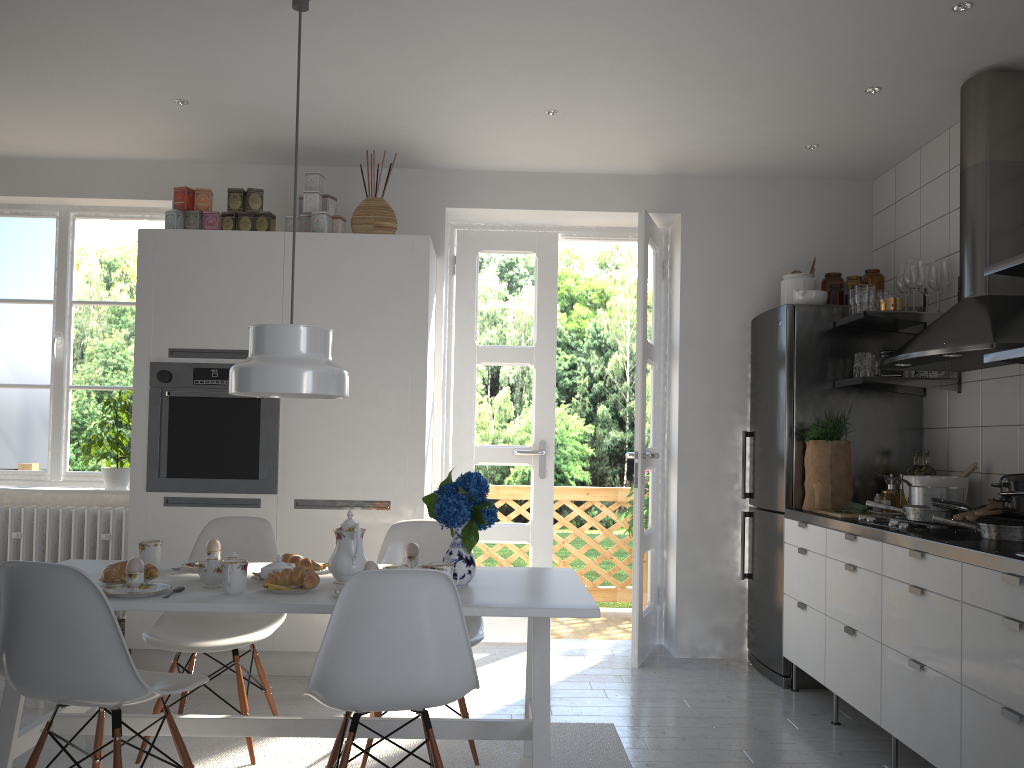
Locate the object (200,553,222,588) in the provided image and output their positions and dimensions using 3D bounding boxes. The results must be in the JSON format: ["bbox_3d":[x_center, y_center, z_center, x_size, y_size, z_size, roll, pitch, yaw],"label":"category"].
[{"bbox_3d":[-0.902,0.560,2.665,0.065,0.102,0.069,1,-2,-1],"label":"object"}]

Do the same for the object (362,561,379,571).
[{"bbox_3d":[-0.407,0.542,2.557,0.048,0.063,0.048,1,-3,3],"label":"object"}]

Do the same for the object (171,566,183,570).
[{"bbox_3d":[-1.138,0.626,3.035,0.032,0.011,0.140,1,-4,-5],"label":"object"}]

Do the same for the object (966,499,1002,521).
[{"bbox_3d":[1.544,0.411,2.902,0.334,0.060,0.059,5,-5,-43],"label":"object"}]

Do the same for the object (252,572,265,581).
[{"bbox_3d":[-0.790,0.598,2.756,0.022,0.001,0.180,3,-4,-27],"label":"object"}]

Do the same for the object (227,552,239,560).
[{"bbox_3d":[-0.856,0.565,2.714,0.065,0.102,0.069,1,-2,-1],"label":"object"}]

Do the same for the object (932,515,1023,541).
[{"bbox_3d":[1.618,0.476,2.942,0.232,0.060,0.352,3,-4,-23],"label":"object"}]

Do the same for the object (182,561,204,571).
[{"bbox_3d":[-1.025,0.626,3.035,0.201,0.016,0.201,-3,-5,44],"label":"object"}]

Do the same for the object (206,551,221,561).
[{"bbox_3d":[-1.024,0.600,3.035,0.048,0.057,0.048,-1,-3,39],"label":"object"}]

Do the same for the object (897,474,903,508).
[{"bbox_3d":[1.767,0.496,4.021,0.059,0.172,0.059,3,-3,-42],"label":"object"}]

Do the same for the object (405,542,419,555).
[{"bbox_3d":[-0.344,0.577,3.051,0.048,0.063,0.048,1,-3,3],"label":"object"}]

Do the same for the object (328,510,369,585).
[{"bbox_3d":[-0.513,0.513,2.802,0.140,0.230,0.149,0,-2,17],"label":"object"}]

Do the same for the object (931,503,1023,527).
[{"bbox_3d":[1.597,0.439,2.922,0.347,0.082,0.243,-2,-5,40],"label":"object"}]

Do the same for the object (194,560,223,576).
[{"bbox_3d":[-0.928,0.592,2.817,0.158,0.058,0.158,2,-4,-11],"label":"object"}]

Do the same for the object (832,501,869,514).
[{"bbox_3d":[1.451,0.533,3.807,0.142,0.053,0.276,0,-4,14],"label":"object"}]

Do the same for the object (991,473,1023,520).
[{"bbox_3d":[1.660,0.357,2.836,0.197,0.159,0.190,4,-4,-40],"label":"object"}]

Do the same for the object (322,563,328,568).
[{"bbox_3d":[-0.676,0.623,3.012,0.109,0.036,0.070,5,-5,-43],"label":"object"}]

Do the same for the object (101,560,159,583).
[{"bbox_3d":[-1.173,0.572,2.710,0.161,0.057,0.124,4,-4,-36],"label":"object"}]

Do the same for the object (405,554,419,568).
[{"bbox_3d":[-0.344,0.614,3.050,0.048,0.057,0.048,-1,-3,39],"label":"object"}]

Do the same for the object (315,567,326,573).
[{"bbox_3d":[-0.708,0.630,2.997,0.158,0.016,0.158,4,-5,-31],"label":"object"}]

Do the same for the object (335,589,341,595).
[{"bbox_3d":[-0.409,0.605,2.554,0.201,0.016,0.201,1,-4,4],"label":"object"}]

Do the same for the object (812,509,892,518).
[{"bbox_3d":[1.453,0.556,3.802,0.220,0.012,0.331,1,-4,-1],"label":"object"}]

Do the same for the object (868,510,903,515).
[{"bbox_3d":[1.743,0.576,3.968,0.272,0.008,0.180,1,-4,-1],"label":"object"}]

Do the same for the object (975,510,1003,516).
[{"bbox_3d":[1.579,0.422,2.888,0.336,0.021,0.065,4,-5,-38],"label":"object"}]

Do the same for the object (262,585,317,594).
[{"bbox_3d":[-0.657,0.605,2.624,0.158,0.016,0.158,1,-4,9],"label":"object"}]

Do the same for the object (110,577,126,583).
[{"bbox_3d":[-1.156,0.589,2.661,0.070,0.036,0.109,4,-5,-43],"label":"object"}]

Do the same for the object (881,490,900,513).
[{"bbox_3d":[1.676,0.524,3.928,0.078,0.101,0.078,3,-3,-35],"label":"object"}]

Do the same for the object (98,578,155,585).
[{"bbox_3d":[-1.171,0.600,2.692,0.158,0.016,0.158,4,-5,-31],"label":"object"}]

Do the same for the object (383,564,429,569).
[{"bbox_3d":[-0.345,0.641,3.050,0.201,0.016,0.201,1,-4,4],"label":"object"}]

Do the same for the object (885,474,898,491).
[{"bbox_3d":[1.709,0.493,3.991,0.059,0.172,0.059,3,-3,-42],"label":"object"}]

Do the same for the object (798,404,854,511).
[{"bbox_3d":[1.461,0.338,4.079,0.282,0.508,0.174,2,-2,-14],"label":"object"}]

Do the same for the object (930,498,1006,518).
[{"bbox_3d":[1.598,0.425,2.909,0.356,0.080,0.246,1,-4,7],"label":"object"}]

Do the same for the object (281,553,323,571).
[{"bbox_3d":[-0.724,0.600,2.995,0.124,0.057,0.161,4,-4,-36],"label":"object"}]

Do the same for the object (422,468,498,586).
[{"bbox_3d":[-0.163,0.449,2.822,0.236,0.376,0.266,1,-2,1],"label":"object"}]

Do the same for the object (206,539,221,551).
[{"bbox_3d":[-1.023,0.562,3.036,0.048,0.063,0.048,1,-3,3],"label":"object"}]

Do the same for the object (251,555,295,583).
[{"bbox_3d":[-0.741,0.582,2.810,0.140,0.083,0.187,1,-4,-1],"label":"object"}]

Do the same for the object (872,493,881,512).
[{"bbox_3d":[1.663,0.539,4.027,0.046,0.084,0.046,2,-2,-24],"label":"object"}]

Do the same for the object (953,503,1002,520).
[{"bbox_3d":[1.533,0.418,2.914,0.335,0.044,0.064,4,-4,-35],"label":"object"}]

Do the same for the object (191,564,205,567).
[{"bbox_3d":[-0.934,0.570,2.760,0.031,0.032,0.138,-1,-5,43],"label":"object"}]

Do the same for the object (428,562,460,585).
[{"bbox_3d":[-0.201,0.572,2.580,0.091,0.095,0.078,2,-3,-8],"label":"object"}]

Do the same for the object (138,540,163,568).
[{"bbox_3d":[-1.231,0.581,3.014,0.078,0.095,0.091,2,-3,-15],"label":"object"}]
